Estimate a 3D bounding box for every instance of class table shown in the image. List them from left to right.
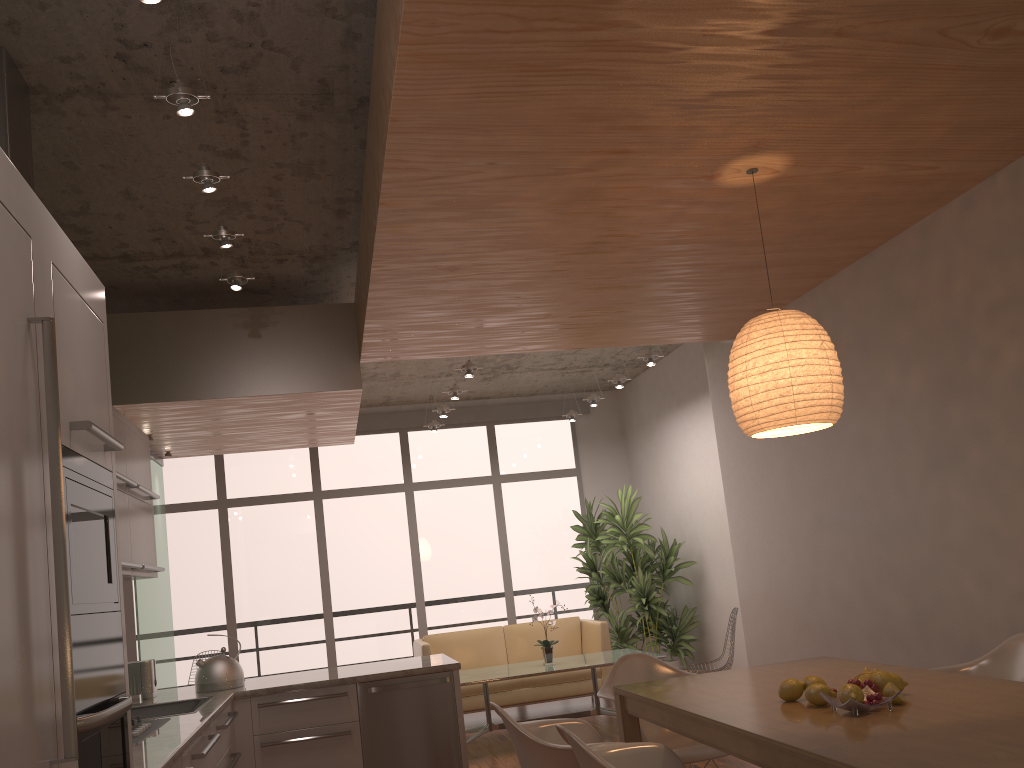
[{"bbox_3d":[0.264,2.617,7.306,1.865,0.553,0.956,-4,-11,-12],"label":"table"},{"bbox_3d":[1.192,1.448,2.919,1.023,0.799,2.109,-4,-12,-12],"label":"table"}]

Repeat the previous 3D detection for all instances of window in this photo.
[{"bbox_3d":[-3.072,2.066,9.535,8.534,3.242,0.063,-4,-7,-12],"label":"window"}]

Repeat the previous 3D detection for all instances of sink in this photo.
[{"bbox_3d":[-1.753,1.528,4.125,0.614,0.378,0.654,-4,-11,-12],"label":"sink"}]

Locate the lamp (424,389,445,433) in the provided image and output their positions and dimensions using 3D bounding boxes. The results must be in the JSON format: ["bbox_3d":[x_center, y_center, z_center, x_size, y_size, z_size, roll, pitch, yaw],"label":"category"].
[{"bbox_3d":[-0.848,0.277,9.420,0.198,0.477,0.136,1,-10,-45],"label":"lamp"}]

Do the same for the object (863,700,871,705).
[{"bbox_3d":[1.090,0.984,2.713,0.026,0.025,0.026,-8,-10,12],"label":"object"}]

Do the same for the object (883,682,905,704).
[{"bbox_3d":[1.199,0.972,2.776,0.064,0.068,0.074,-11,-11,25],"label":"object"}]

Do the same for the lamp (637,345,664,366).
[{"bbox_3d":[1.131,-0.389,7.340,0.198,0.477,0.136,1,-10,-45],"label":"lamp"}]

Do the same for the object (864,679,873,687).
[{"bbox_3d":[1.153,0.968,2.857,0.024,0.026,0.026,-1,-11,-31],"label":"object"}]

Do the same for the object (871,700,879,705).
[{"bbox_3d":[1.111,0.980,2.702,0.025,0.026,0.026,-9,-10,17],"label":"object"}]

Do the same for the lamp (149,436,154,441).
[{"bbox_3d":[-2.647,0.183,6.418,0.102,0.465,0.155,-1,-9,-40],"label":"lamp"}]

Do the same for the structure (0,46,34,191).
[{"bbox_3d":[-1.890,-0.617,3.173,0.254,1.120,0.266,-5,-7,-12],"label":"structure"}]

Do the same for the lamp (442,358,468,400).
[{"bbox_3d":[-0.522,-0.100,7.825,0.198,0.477,0.136,1,-10,-45],"label":"lamp"}]

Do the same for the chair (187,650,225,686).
[{"bbox_3d":[-3.051,3.158,8.898,0.541,0.890,0.570,-5,-8,-12],"label":"chair"}]

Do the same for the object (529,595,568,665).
[{"bbox_3d":[0.287,2.043,7.363,0.297,0.582,0.377,-4,-9,-18],"label":"object"}]

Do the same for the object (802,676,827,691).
[{"bbox_3d":[1.042,1.042,3.035,0.078,0.077,0.082,1,-12,-37],"label":"object"}]

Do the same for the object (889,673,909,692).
[{"bbox_3d":[1.259,0.998,2.936,0.080,0.071,0.084,-2,-11,-23],"label":"object"}]

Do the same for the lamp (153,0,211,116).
[{"bbox_3d":[-1.087,-1.104,2.877,0.152,0.465,0.104,1,-10,-45],"label":"lamp"}]

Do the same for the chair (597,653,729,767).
[{"bbox_3d":[0.803,1.772,4.340,0.681,0.851,0.654,-2,-10,-27],"label":"chair"}]

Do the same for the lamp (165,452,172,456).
[{"bbox_3d":[-2.799,0.358,7.159,0.102,0.465,0.155,-1,-9,-40],"label":"lamp"}]

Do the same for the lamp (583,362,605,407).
[{"bbox_3d":[0.806,-0.012,8.935,0.198,0.477,0.136,1,-10,-45],"label":"lamp"}]

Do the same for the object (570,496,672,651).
[{"bbox_3d":[1.230,2.234,9.658,1.082,2.080,0.977,-7,-8,6],"label":"object"}]

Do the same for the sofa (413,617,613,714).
[{"bbox_3d":[0.005,2.776,8.569,1.796,0.827,0.894,-4,-10,-12],"label":"sofa"}]

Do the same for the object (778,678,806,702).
[{"bbox_3d":[0.958,1.052,3.033,0.077,0.076,0.081,-2,-11,-26],"label":"object"}]

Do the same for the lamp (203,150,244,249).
[{"bbox_3d":[-1.313,-0.842,3.982,0.152,0.465,0.104,1,-10,-45],"label":"lamp"}]

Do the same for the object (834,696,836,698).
[{"bbox_3d":[1.075,1.048,2.967,0.026,0.026,0.024,-4,-9,-13],"label":"object"}]

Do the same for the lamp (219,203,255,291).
[{"bbox_3d":[-1.426,-0.711,4.535,0.152,0.465,0.104,1,-10,-45],"label":"lamp"}]

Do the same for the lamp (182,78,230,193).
[{"bbox_3d":[-1.200,-0.973,3.429,0.152,0.465,0.104,1,-10,-45],"label":"lamp"}]

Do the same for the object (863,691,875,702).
[{"bbox_3d":[1.102,0.985,2.757,0.076,0.042,0.093,-13,-13,33],"label":"object"}]

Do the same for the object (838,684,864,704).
[{"bbox_3d":[1.042,0.956,2.711,0.082,0.070,0.081,1,-12,-35],"label":"object"}]

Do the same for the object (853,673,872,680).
[{"bbox_3d":[1.157,0.968,2.908,0.065,0.021,0.070,-15,-14,37],"label":"object"}]

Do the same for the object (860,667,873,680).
[{"bbox_3d":[1.205,1.005,2.972,0.072,0.099,0.074,-10,-9,22],"label":"object"}]

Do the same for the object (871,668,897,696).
[{"bbox_3d":[1.213,0.977,2.882,0.074,0.093,0.076,-6,-9,-5],"label":"object"}]

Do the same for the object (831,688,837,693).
[{"bbox_3d":[1.109,1.062,3.045,0.026,0.023,0.026,-5,-10,-8],"label":"object"}]

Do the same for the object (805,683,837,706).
[{"bbox_3d":[1.005,1.016,2.886,0.080,0.071,0.084,-2,-11,-23],"label":"object"}]

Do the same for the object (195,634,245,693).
[{"bbox_3d":[-1.625,1.534,4.885,0.262,0.301,0.265,-7,-9,4],"label":"object"}]

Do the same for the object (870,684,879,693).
[{"bbox_3d":[1.171,0.984,2.853,0.026,0.026,0.024,-4,-9,-13],"label":"object"}]

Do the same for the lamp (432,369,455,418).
[{"bbox_3d":[-0.685,0.089,8.622,0.198,0.477,0.136,1,-10,-45],"label":"lamp"}]

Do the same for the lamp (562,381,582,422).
[{"bbox_3d":[0.643,0.177,9.732,0.198,0.477,0.136,1,-10,-45],"label":"lamp"}]

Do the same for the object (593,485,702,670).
[{"bbox_3d":[1.378,2.077,9.004,0.967,2.080,1.094,-7,-8,1],"label":"object"}]

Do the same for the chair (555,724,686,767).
[{"bbox_3d":[0.504,1.477,2.803,0.640,0.851,0.696,-4,-9,-17],"label":"chair"}]

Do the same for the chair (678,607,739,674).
[{"bbox_3d":[1.499,2.181,6.714,0.562,0.890,0.549,-8,-8,8],"label":"chair"}]

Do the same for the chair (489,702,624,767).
[{"bbox_3d":[0.274,1.645,3.473,0.640,0.851,0.696,-4,-9,-17],"label":"chair"}]

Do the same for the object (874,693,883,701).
[{"bbox_3d":[1.134,0.969,2.735,0.026,0.026,0.023,-7,-9,0],"label":"object"}]

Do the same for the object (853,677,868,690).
[{"bbox_3d":[1.156,1.008,2.922,0.079,0.074,0.084,-15,-13,40],"label":"object"}]

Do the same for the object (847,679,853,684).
[{"bbox_3d":[1.117,0.985,2.907,0.025,0.026,0.026,3,-13,-44],"label":"object"}]

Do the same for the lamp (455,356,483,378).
[{"bbox_3d":[-0.360,-0.288,7.028,0.198,0.477,0.136,1,-10,-45],"label":"lamp"}]

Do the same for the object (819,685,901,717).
[{"bbox_3d":[1.074,0.978,2.720,0.173,0.060,0.177,-4,-12,-12],"label":"object"}]

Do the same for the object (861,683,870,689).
[{"bbox_3d":[1.148,0.984,2.867,0.024,0.026,0.026,-1,-11,-31],"label":"object"}]

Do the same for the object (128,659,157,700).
[{"bbox_3d":[-2.058,1.614,4.796,0.236,0.200,0.156,-4,-9,-12],"label":"object"}]

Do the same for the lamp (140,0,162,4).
[{"bbox_3d":[-0.975,-1.234,2.326,0.152,0.465,0.104,1,-10,-45],"label":"lamp"}]

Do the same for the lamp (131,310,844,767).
[{"bbox_3d":[-0.509,0.744,4.082,3.206,1.331,3.121,-4,-11,-12],"label":"lamp"}]

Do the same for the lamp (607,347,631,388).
[{"bbox_3d":[0.969,-0.200,8.138,0.198,0.477,0.136,1,-10,-45],"label":"lamp"}]

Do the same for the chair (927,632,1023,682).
[{"bbox_3d":[1.929,1.496,3.641,0.641,0.851,0.695,-5,-9,-12],"label":"chair"}]

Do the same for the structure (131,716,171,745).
[{"bbox_3d":[-1.631,1.351,3.401,0.487,0.038,0.688,-4,-12,-12],"label":"structure"}]

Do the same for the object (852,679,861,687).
[{"bbox_3d":[1.125,0.976,2.880,0.026,0.026,0.024,-10,-10,20],"label":"object"}]

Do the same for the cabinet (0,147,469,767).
[{"bbox_3d":[-0.980,1.036,3.322,1.908,2.246,4.319,-4,-11,-12],"label":"cabinet"}]
